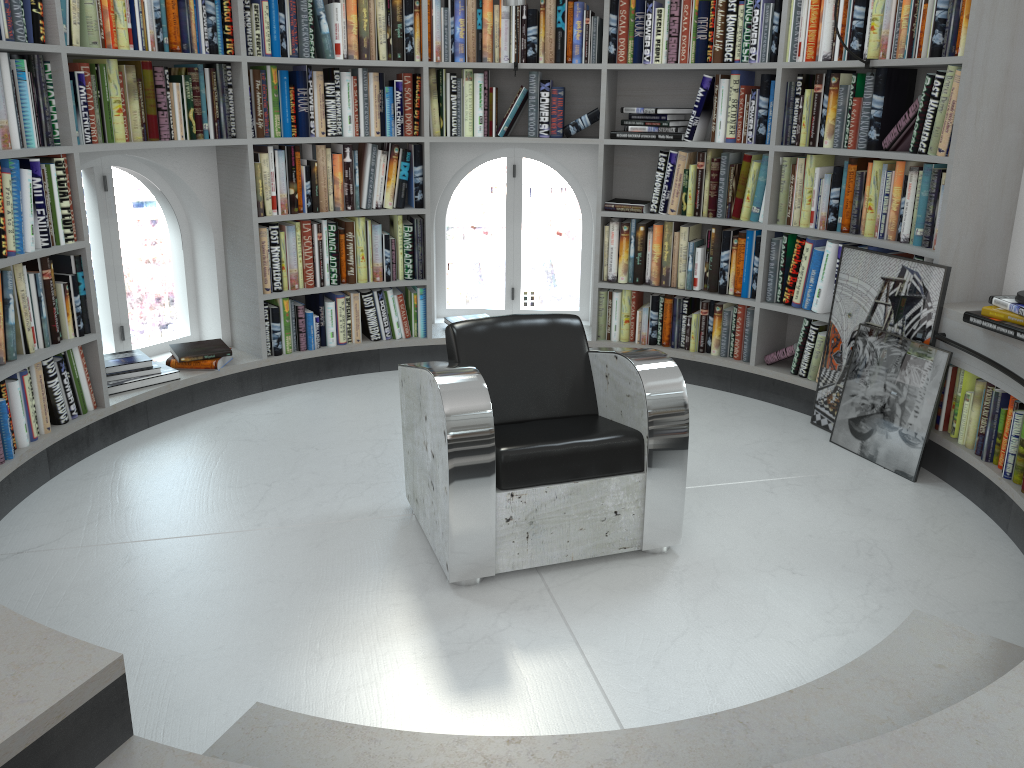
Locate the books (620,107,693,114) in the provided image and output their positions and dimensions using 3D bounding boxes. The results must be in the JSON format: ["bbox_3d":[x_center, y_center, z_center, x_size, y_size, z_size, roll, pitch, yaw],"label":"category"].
[{"bbox_3d":[0.775,-1.459,4.731,0.270,0.031,0.287,-11,21,-32],"label":"books"}]

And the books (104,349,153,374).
[{"bbox_3d":[-1.852,-0.107,4.219,0.214,0.036,0.228,-13,22,-35],"label":"books"}]

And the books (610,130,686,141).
[{"bbox_3d":[0.774,-1.338,4.767,0.388,0.042,0.368,9,20,25],"label":"books"}]

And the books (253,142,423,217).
[{"bbox_3d":[-0.933,-1.098,4.701,0.999,0.349,0.299,-10,20,-29],"label":"books"}]

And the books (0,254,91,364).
[{"bbox_3d":[-1.933,-0.004,3.061,0.390,0.690,1.654,0,18,-4],"label":"books"}]

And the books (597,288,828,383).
[{"bbox_3d":[1.115,-0.305,4.735,1.502,0.309,0.361,14,22,36],"label":"books"}]

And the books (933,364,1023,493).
[{"bbox_3d":[1.882,0.189,3.242,0.272,0.296,1.157,1,18,0],"label":"books"}]

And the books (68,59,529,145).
[{"bbox_3d":[-1.035,-1.385,4.380,2.534,0.368,0.594,-11,21,-32],"label":"books"}]

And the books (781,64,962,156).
[{"bbox_3d":[1.643,-1.213,3.921,0.280,0.355,1.059,-8,20,-27],"label":"books"}]

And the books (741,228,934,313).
[{"bbox_3d":[1.595,-0.500,4.184,0.304,0.356,1.191,-10,21,-31],"label":"books"}]

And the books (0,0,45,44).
[{"bbox_3d":[-1.947,-1.342,2.951,0.300,0.358,1.041,1,18,2],"label":"books"}]

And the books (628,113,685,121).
[{"bbox_3d":[0.775,-1.429,4.740,0.227,0.036,0.214,13,22,34],"label":"books"}]

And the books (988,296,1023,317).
[{"bbox_3d":[1.925,-0.272,3.185,0.269,0.031,0.288,-1,18,-4],"label":"books"}]

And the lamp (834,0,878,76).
[{"bbox_3d":[1.463,-1.560,3.695,0.275,0.521,0.113,-6,18,-22],"label":"lamp"}]

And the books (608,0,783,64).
[{"bbox_3d":[0.934,-1.806,4.480,0.971,0.364,0.308,11,20,28],"label":"books"}]

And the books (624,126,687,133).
[{"bbox_3d":[0.774,-1.370,4.758,0.286,0.031,0.271,7,19,20],"label":"books"}]

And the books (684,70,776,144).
[{"bbox_3d":[1.166,-1.399,4.479,0.554,0.348,0.257,12,20,31],"label":"books"}]

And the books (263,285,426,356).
[{"bbox_3d":[-0.944,-0.383,4.908,1.021,0.304,0.289,-9,20,-28],"label":"books"}]

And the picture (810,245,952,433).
[{"bbox_3d":[1.596,-0.141,3.901,0.090,0.856,0.582,-6,18,-23],"label":"picture"}]

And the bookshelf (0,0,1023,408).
[{"bbox_3d":[-0.284,-0.936,4.088,4.334,1.865,2.125,-4,18,-13],"label":"bookshelf"}]

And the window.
[{"bbox_3d":[-0.993,-0.761,4.882,3.236,1.141,0.621,-9,19,-27],"label":"window"}]

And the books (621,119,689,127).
[{"bbox_3d":[0.774,-1.399,4.749,0.286,0.031,0.270,13,22,34],"label":"books"}]

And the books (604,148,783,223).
[{"bbox_3d":[0.977,-1.060,4.655,0.976,0.349,0.253,10,19,27],"label":"books"}]

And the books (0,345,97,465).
[{"bbox_3d":[-1.967,0.077,3.427,0.283,0.317,0.926,2,18,4],"label":"books"}]

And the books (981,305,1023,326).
[{"bbox_3d":[1.925,-0.241,3.194,0.286,0.034,0.306,-7,19,-23],"label":"books"}]

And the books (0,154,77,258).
[{"bbox_3d":[-1.927,-0.612,3.158,0.260,0.356,1.028,2,18,3],"label":"books"}]

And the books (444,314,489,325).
[{"bbox_3d":[-0.231,-0.360,5.194,0.269,0.029,0.255,-7,19,-23],"label":"books"}]

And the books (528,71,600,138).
[{"bbox_3d":[0.295,-1.508,4.798,0.399,0.338,0.226,3,17,6],"label":"books"}]

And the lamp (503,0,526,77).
[{"bbox_3d":[-0.004,-1.843,4.448,0.113,0.562,0.360,-1,17,-7],"label":"lamp"}]

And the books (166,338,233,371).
[{"bbox_3d":[-1.569,-0.143,4.469,0.318,0.099,0.294,-3,18,-12],"label":"books"}]

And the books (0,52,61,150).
[{"bbox_3d":[-1.964,-0.979,3.078,0.303,0.345,1.097,1,18,1],"label":"books"}]

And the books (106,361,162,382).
[{"bbox_3d":[-1.853,-0.077,4.228,0.270,0.031,0.287,-13,22,-35],"label":"books"}]

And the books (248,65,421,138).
[{"bbox_3d":[-0.949,-1.470,4.629,1.030,0.356,0.302,-9,19,-27],"label":"books"}]

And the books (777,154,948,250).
[{"bbox_3d":[1.647,-0.846,4.027,0.276,0.345,1.027,-8,20,-27],"label":"books"}]

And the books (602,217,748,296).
[{"bbox_3d":[0.903,-0.713,4.810,0.873,0.348,0.274,10,19,26],"label":"books"}]

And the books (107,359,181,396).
[{"bbox_3d":[-1.853,-0.044,4.238,0.389,0.042,0.367,16,24,40],"label":"books"}]

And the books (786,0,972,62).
[{"bbox_3d":[1.642,-1.582,3.822,0.293,0.359,1.020,-9,20,-30],"label":"books"}]

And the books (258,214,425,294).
[{"bbox_3d":[-0.926,-0.732,4.817,1.033,0.354,0.294,-9,20,-28],"label":"books"}]

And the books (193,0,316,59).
[{"bbox_3d":[-1.286,-1.761,4.295,0.684,0.343,0.266,-12,21,-35],"label":"books"}]

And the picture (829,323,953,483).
[{"bbox_3d":[1.594,0.068,3.770,0.107,0.551,0.493,-6,18,-23],"label":"picture"}]

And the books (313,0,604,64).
[{"bbox_3d":[-0.279,-1.877,4.656,1.566,0.364,0.397,-2,17,-8],"label":"books"}]

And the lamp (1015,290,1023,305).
[{"bbox_3d":[1.965,-0.599,3.091,0.322,0.655,0.235,1,17,1],"label":"lamp"}]

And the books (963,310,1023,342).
[{"bbox_3d":[1.924,-0.206,3.205,0.365,0.042,0.391,-4,18,-13],"label":"books"}]

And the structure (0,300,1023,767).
[{"bbox_3d":[0.036,0.213,3.021,4.720,0.687,4.737,11,21,29],"label":"structure"}]

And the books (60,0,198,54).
[{"bbox_3d":[-1.714,-1.612,3.782,0.269,0.370,0.797,10,20,28],"label":"books"}]

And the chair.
[{"bbox_3d":[0.078,0.171,3.134,0.823,0.714,0.746,-5,18,-18],"label":"chair"}]
